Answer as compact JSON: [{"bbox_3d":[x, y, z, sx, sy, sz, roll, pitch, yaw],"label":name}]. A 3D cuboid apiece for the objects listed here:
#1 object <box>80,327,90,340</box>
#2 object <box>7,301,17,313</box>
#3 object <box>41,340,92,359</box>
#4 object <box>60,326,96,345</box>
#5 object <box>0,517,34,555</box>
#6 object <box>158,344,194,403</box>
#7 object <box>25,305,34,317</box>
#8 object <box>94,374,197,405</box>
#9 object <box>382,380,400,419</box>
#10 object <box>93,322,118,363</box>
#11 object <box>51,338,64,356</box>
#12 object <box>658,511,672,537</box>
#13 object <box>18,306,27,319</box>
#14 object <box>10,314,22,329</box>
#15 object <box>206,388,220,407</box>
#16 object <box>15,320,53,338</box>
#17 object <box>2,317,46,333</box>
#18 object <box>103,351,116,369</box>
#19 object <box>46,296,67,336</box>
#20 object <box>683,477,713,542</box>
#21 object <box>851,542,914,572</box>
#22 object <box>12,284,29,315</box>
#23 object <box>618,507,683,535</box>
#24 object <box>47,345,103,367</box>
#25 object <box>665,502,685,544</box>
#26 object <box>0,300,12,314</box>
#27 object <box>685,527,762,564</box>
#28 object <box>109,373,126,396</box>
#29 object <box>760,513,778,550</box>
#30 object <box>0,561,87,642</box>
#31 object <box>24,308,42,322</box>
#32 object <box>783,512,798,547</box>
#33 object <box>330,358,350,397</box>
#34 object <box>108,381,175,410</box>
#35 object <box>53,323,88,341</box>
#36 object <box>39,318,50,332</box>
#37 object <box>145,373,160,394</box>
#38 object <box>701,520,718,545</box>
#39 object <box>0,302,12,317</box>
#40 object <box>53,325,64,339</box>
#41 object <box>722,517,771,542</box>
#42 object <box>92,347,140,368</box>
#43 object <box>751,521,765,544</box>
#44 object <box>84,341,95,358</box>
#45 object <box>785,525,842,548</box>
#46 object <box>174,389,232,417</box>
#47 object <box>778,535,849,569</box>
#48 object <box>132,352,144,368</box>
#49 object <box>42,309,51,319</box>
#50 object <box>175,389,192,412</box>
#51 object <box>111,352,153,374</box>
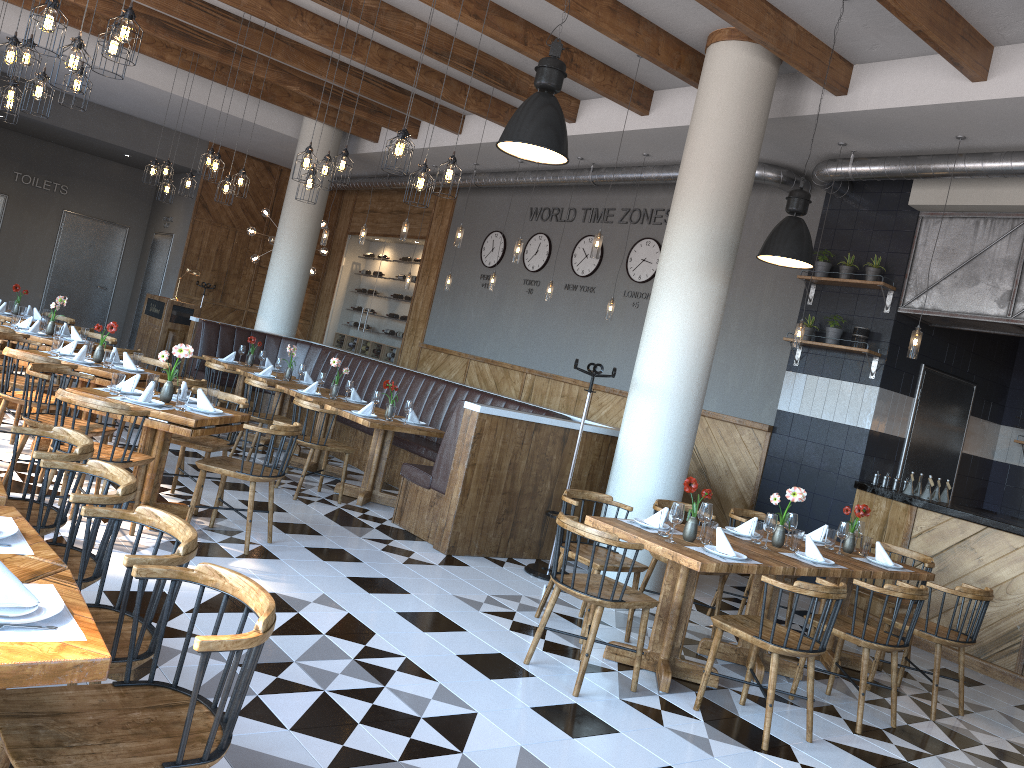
[{"bbox_3d":[-4.263,-0.494,8.827,0.079,0.132,0.080,13,0,-24],"label":"object"},{"bbox_3d":[-5.835,-0.896,10.330,0.080,0.132,0.080,13,0,-14],"label":"object"},{"bbox_3d":[-3.606,-0.301,7.205,0.272,0.137,0.352,13,1,6],"label":"object"},{"bbox_3d":[-4.228,-0.482,8.605,0.272,0.137,0.352,13,1,6],"label":"object"},{"bbox_3d":[-1.439,0.329,2.363,0.270,0.137,0.353,12,1,-39],"label":"object"},{"bbox_3d":[-2.210,-0.075,5.751,0.206,0.400,0.147,13,-1,-19],"label":"object"},{"bbox_3d":[-5.620,-0.850,10.363,0.352,0.137,0.271,13,1,6],"label":"object"},{"bbox_3d":[-2.350,0.023,5.901,0.578,0.137,0.581,13,1,6],"label":"object"},{"bbox_3d":[-1.117,0.138,8.013,0.170,0.355,0.157,13,-1,-36],"label":"object"},{"bbox_3d":[-3.289,-0.339,7.161,0.171,0.355,0.155,13,0,16],"label":"object"},{"bbox_3d":[-3.587,-0.288,6.979,0.079,0.132,0.080,13,0,-34],"label":"object"},{"bbox_3d":[0.863,0.790,4.980,0.080,0.132,0.080,13,0,-9],"label":"object"},{"bbox_3d":[-5.450,-0.794,9.857,0.079,0.132,0.080,13,0,-24],"label":"object"},{"bbox_3d":[-4.725,-0.589,8.429,0.079,0.132,0.080,13,0,-24],"label":"object"},{"bbox_3d":[-2.027,0.098,5.980,0.080,0.132,0.080,13,0,16],"label":"object"},{"bbox_3d":[-4.513,-0.541,8.366,0.352,0.137,0.271,13,1,6],"label":"object"},{"bbox_3d":[-4.750,-0.603,8.656,0.272,0.137,0.352,13,1,6],"label":"object"},{"bbox_3d":[-3.158,-0.188,6.938,0.079,0.132,0.080,13,0,-24],"label":"object"},{"bbox_3d":[-4.438,-0.666,8.637,0.146,0.400,0.207,13,0,-27],"label":"object"},{"bbox_3d":[1.070,0.720,5.077,0.294,0.355,0.167,13,0,-33],"label":"object"},{"bbox_3d":[2.485,1.135,5.895,0.350,0.137,0.273,12,1,-39],"label":"object"},{"bbox_3d":[-5.653,-0.962,10.110,0.171,0.355,0.156,13,0,8],"label":"object"},{"bbox_3d":[0.849,0.777,5.220,0.350,0.137,0.273,12,1,-39],"label":"object"},{"bbox_3d":[-3.370,-0.239,6.914,0.352,0.137,0.271,13,1,6],"label":"object"},{"bbox_3d":[0.890,0.757,4.840,0.081,0.215,0.081,13,-1,14],"label":"object"},{"bbox_3d":[-5.906,-0.909,10.123,0.272,0.137,0.352,13,1,6],"label":"object"},{"bbox_3d":[1.164,0.861,4.805,0.350,0.137,0.273,12,1,-39],"label":"object"},{"bbox_3d":[-2.489,0.002,5.582,0.080,0.132,0.079,13,0,26],"label":"object"},{"bbox_3d":[1.564,0.897,5.397,0.081,0.215,0.081,13,-1,14],"label":"object"},{"bbox_3d":[-1.085,0.423,1.913,0.270,0.137,0.353,12,1,-39],"label":"object"},{"bbox_3d":[-5.384,-0.788,10.072,0.272,0.137,0.352,13,1,6],"label":"object"},{"bbox_3d":[1.793,0.941,5.727,0.081,0.215,0.081,12,-1,43],"label":"object"},{"bbox_3d":[-1.761,-0.058,8.916,0.205,0.400,0.147,13,-1,-37],"label":"object"},{"bbox_3d":[-2.274,0.051,5.513,0.352,0.137,0.271,13,1,6],"label":"object"},{"bbox_3d":[-4.464,-0.544,8.896,0.352,0.137,0.271,13,1,6],"label":"object"},{"bbox_3d":[-4.682,-0.591,8.861,0.079,0.132,0.080,13,0,-24],"label":"object"},{"bbox_3d":[-2.446,0.001,6.014,0.080,0.132,0.080,13,0,16],"label":"object"},{"bbox_3d":[1.118,0.847,5.029,0.080,0.132,0.080,13,0,-4],"label":"object"},{"bbox_3d":[-5.669,-0.847,9.833,0.352,0.137,0.271,13,1,6],"label":"object"},{"bbox_3d":[-4.296,-0.489,8.388,0.079,0.132,0.080,13,0,-24],"label":"object"},{"bbox_3d":[1.523,0.917,5.777,0.350,0.137,0.273,12,1,-39],"label":"object"},{"bbox_3d":[-3.321,-0.242,7.444,0.352,0.137,0.271,13,1,6],"label":"object"},{"bbox_3d":[1.537,0.930,5.536,0.080,0.132,0.080,13,0,-9],"label":"object"},{"bbox_3d":[-3.544,-0.290,7.412,0.079,0.132,0.080,13,0,-34],"label":"object"},{"bbox_3d":[2.170,1.052,6.310,0.350,0.137,0.273,12,1,-39],"label":"object"},{"bbox_3d":[-1.988,0.111,5.752,0.272,0.137,0.352,13,1,6],"label":"object"},{"bbox_3d":[1.838,1.001,5.362,0.350,0.137,0.273,12,1,-39],"label":"object"},{"bbox_3d":[-3.124,-0.192,7.377,0.079,0.132,0.080,13,0,-34],"label":"object"},{"bbox_3d":[-5.416,-0.799,10.296,0.080,0.132,0.080,13,0,-14],"label":"object"},{"bbox_3d":[-2.060,0.102,5.540,0.080,0.132,0.079,13,0,26],"label":"object"},{"bbox_3d":[-3.084,-0.180,7.154,0.272,0.137,0.352,13,1,6],"label":"object"}]
